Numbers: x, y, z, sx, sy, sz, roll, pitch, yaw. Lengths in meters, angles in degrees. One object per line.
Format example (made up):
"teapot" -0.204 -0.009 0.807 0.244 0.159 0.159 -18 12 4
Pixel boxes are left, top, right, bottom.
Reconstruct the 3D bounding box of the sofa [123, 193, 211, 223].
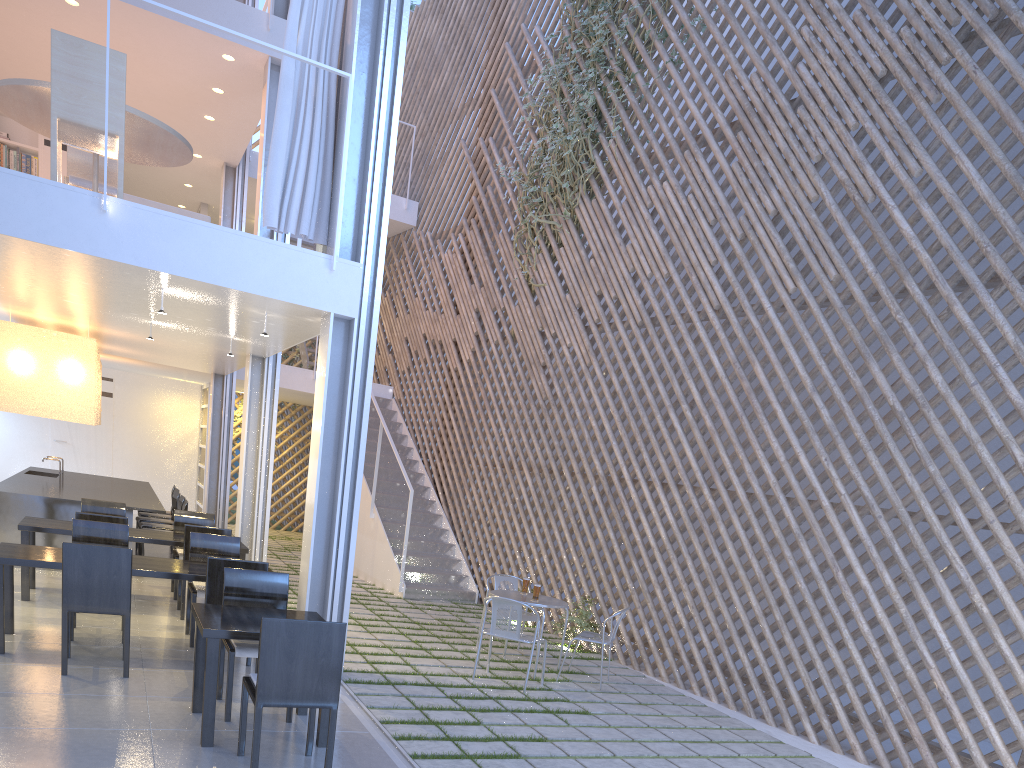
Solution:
"sofa" -1.822 -0.604 4.101 0.508 0.382 0.941 8 -3 -25

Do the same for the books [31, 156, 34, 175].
"books" -2.771 -0.720 3.813 0.037 1.723 3.473 5 -2 -13

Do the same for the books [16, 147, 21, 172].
"books" -2.815 -0.741 3.798 0.031 1.755 3.440 5 -1 -14

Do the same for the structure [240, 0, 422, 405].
"structure" -2.139 -1.153 8.483 1.123 4.741 3.098 1 10 -28

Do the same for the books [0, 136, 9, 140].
"books" -3.203 -1.536 5.153 0.096 0.022 0.060 12 -5 -25

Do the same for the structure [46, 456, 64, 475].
"structure" -3.215 0.573 5.785 0.114 0.130 0.032 6 12 -25

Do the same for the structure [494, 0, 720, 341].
"structure" 0.597 -1.633 4.273 0.742 2.854 2.223 0 10 -34

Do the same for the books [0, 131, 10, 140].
"books" -3.196 -1.558 5.144 0.096 0.022 0.060 11 -5 -20

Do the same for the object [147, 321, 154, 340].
"object" -1.584 -0.237 3.608 0.029 0.083 0.026 5 12 -14

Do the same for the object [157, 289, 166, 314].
"object" -1.170 -0.278 2.752 0.029 0.083 0.026 5 12 -14

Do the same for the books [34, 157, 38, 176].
"books" -2.751 -0.727 3.820 0.039 1.696 3.472 5 -2 -13

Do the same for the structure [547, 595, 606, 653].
"structure" 0.363 1.266 4.352 0.298 0.338 0.299 4 6 -40

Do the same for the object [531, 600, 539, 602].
"object" -1.171 0.454 2.932 2.918 0.419 0.034 12 11 -23

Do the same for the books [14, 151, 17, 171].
"books" -2.797 -0.757 3.794 0.029 1.663 3.440 4 -2 -16

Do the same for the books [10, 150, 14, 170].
"books" -2.794 -0.738 3.793 0.035 1.697 3.449 4 -1 -16

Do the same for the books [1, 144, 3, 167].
"books" -2.837 -0.740 3.803 0.023 1.750 3.385 4 -1 -17

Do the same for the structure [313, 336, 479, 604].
"structure" -1.097 0.372 5.688 1.194 2.054 1.853 3 7 -32

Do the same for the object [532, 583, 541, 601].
"object" 0.105 0.895 3.532 0.031 0.080 0.030 12 12 19

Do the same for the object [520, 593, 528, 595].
"object" -1.200 0.446 3.041 2.957 0.453 0.056 12 11 -25

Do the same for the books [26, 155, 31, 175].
"books" -2.777 -0.736 3.816 0.046 1.687 3.448 5 -2 -14

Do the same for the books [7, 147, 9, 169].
"books" -3.178 -1.408 5.194 0.008 0.141 0.089 1 10 -26

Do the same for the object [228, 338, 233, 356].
"object" -1.283 -0.170 3.756 0.029 0.083 0.026 5 12 -14

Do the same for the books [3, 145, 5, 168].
"books" -2.844 -0.739 3.800 0.024 1.745 3.394 4 -1 -16

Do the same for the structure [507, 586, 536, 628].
"structure" 0.071 1.324 4.910 0.270 0.273 0.248 7 4 -18

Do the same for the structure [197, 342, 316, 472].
"structure" -2.503 0.408 7.941 1.157 2.095 0.268 4 14 -24

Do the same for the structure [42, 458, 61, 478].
"structure" -3.074 0.559 5.493 0.114 0.130 0.032 6 12 -25

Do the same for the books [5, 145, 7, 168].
"books" -2.834 -0.739 3.805 0.023 1.750 3.391 4 -1 -16

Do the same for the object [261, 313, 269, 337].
"object" -2.057 0.042 3.371 1.705 0.851 1.759 10 -3 -28

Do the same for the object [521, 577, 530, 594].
"object" 0.061 0.911 3.714 0.031 0.080 0.030 12 12 19

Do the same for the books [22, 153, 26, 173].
"books" -2.786 -0.735 3.794 0.037 1.698 3.479 5 -2 -14

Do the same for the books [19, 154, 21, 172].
"books" -3.123 -1.387 5.231 0.006 0.126 0.076 1 10 -26
